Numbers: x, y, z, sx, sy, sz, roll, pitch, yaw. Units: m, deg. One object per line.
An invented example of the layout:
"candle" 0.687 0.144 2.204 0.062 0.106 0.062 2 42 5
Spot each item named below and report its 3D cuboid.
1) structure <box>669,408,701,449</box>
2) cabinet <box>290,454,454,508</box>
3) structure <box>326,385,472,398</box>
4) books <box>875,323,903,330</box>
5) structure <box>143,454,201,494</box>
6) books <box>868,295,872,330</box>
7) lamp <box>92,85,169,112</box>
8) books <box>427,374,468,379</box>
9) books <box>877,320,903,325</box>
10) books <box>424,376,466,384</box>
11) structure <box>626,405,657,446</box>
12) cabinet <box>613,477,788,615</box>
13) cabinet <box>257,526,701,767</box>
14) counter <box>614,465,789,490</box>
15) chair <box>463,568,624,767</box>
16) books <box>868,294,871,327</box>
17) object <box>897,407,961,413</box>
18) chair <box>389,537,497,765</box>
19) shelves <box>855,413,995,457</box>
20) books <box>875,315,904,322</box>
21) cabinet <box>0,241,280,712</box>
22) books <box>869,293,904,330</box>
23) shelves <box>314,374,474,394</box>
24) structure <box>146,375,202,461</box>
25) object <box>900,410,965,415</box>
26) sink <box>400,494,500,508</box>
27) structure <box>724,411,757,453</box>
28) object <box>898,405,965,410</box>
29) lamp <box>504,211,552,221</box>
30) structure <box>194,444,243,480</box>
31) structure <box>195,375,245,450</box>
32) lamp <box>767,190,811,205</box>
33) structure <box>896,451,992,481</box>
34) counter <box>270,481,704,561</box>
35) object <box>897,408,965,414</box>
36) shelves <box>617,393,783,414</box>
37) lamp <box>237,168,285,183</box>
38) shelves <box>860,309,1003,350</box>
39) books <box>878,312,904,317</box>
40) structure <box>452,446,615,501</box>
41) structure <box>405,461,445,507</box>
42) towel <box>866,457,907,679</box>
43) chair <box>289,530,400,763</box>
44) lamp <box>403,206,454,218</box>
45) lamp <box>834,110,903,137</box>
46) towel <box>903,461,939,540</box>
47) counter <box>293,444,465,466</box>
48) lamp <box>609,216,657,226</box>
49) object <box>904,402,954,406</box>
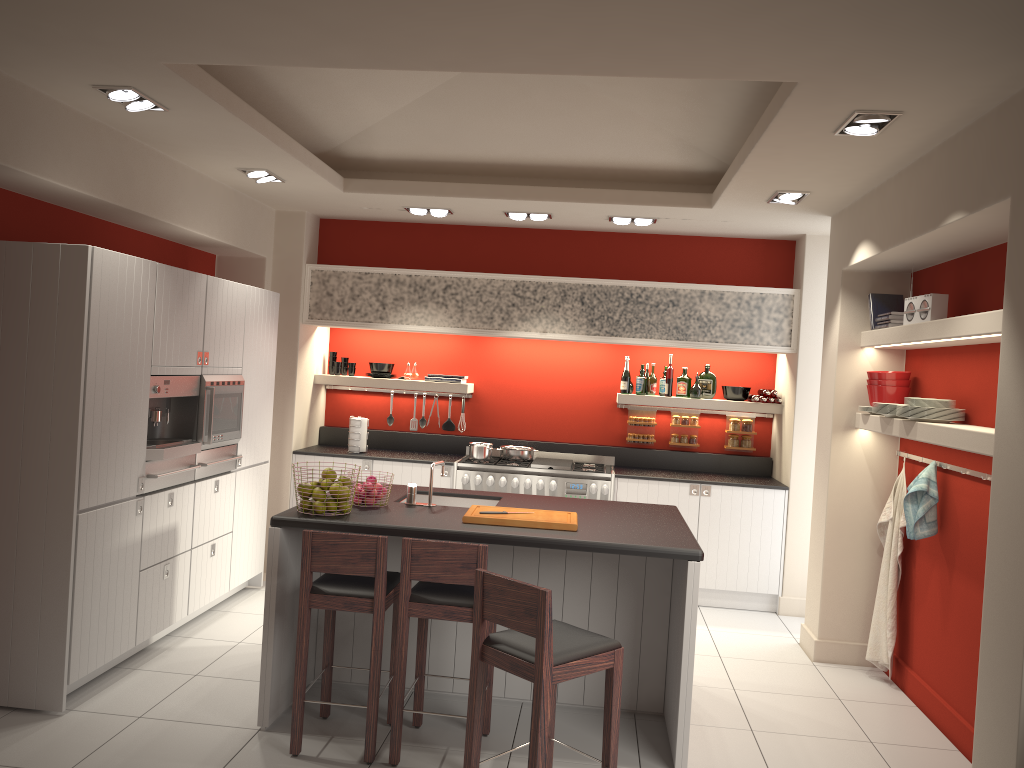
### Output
"structure" 1.518 0.391 7.777 0.256 0.347 0.130 4 1 6
"cabinet" -1.145 1.115 7.652 1.361 0.993 0.687 4 1 6
"structure" -1.031 0.069 8.095 1.355 0.034 0.054 4 1 6
"books" 2.365 -0.345 5.423 0.207 0.030 0.258 4 1 6
"structure" -2.006 0.515 5.213 0.129 0.177 0.617 4 1 6
"books" 2.407 -0.454 5.705 0.208 0.242 0.126 4 1 6
"lamp" -1.845 -1.399 4.308 0.199 0.103 0.361 4 1 6
"books" -0.568 -0.069 7.878 0.332 0.026 0.207 4 1 6
"books" 2.373 -0.369 5.410 0.207 0.019 0.258 4 1 6
"books" -0.588 -0.036 7.859 0.331 0.042 0.207 4 1 11
"structure" 1.143 0.367 7.813 0.256 0.347 0.130 4 1 6
"cabinet" 1.504 1.284 7.394 1.361 0.993 0.687 4 1 6
"cabinet" -0.113 1.243 4.849 2.034 1.011 1.423 4 1 6
"counter" 1.534 0.775 7.386 1.360 0.026 0.699 4 1 6
"chair" 0.129 1.237 3.464 0.474 1.008 0.383 3 1 -44
"books" 2.418 -0.458 5.735 0.210 0.248 0.136 4 1 5
"object" 2.273 0.149 4.819 0.339 0.020 0.339 4 1 8
"chair" -0.297 1.199 4.151 0.383 1.008 0.474 4 1 8
"shelves" 2.357 0.265 4.611 0.437 0.100 2.394 4 1 6
"books" 2.368 -0.395 5.422 0.207 0.030 0.258 4 1 6
"cabinet" -2.313 0.422 5.560 0.717 2.250 2.557 4 1 6
"books" 2.395 -0.455 5.659 0.207 0.246 0.136 4 1 6
"shelves" -1.050 -0.003 7.935 1.379 0.083 0.376 4 1 6
"structure" -2.141 0.177 5.224 0.453 0.470 0.623 4 1 6
"object" 2.272 0.162 4.819 0.339 0.020 0.339 4 1 8
"sink" -0.366 0.814 5.117 0.567 0.258 0.516 4 1 6
"structure" 1.995 0.421 7.730 0.256 0.347 0.130 4 1 6
"object" 2.274 0.136 4.818 0.339 0.020 0.339 4 1 8
"lamp" 0.127 -1.321 6.847 0.361 0.104 0.199 4 1 6
"structure" -1.945 0.508 5.840 0.129 0.177 0.617 4 1 6
"structure" -2.005 0.171 5.840 0.332 0.473 0.610 4 1 6
"lamp" 1.753 -1.199 5.632 0.199 0.090 0.361 4 1 6
"structure" 2.384 0.458 4.620 0.063 0.034 2.223 4 1 6
"counter" -0.073 0.712 4.843 2.054 0.050 1.415 4 1 6
"object" 2.273 0.156 4.819 0.339 0.020 0.339 4 1 8
"shelves" 1.604 0.167 7.676 1.379 0.083 0.376 4 1 6
"lamp" -1.684 -1.408 5.967 0.199 0.084 0.361 4 1 6
"shelves" 2.390 -0.264 4.605 0.437 0.100 2.394 4 1 6
"books" 2.376 -0.418 5.409 0.207 0.019 0.258 4 1 6
"structure" 0.177 1.143 7.476 1.322 1.085 0.778 4 1 6
"structure" -0.482 0.551 4.917 0.183 0.249 0.224 4 1 6
"towel" 2.340 1.130 5.552 0.141 1.362 0.341 4 1 6
"chair" -0.755 1.170 4.196 0.383 1.008 0.474 4 1 6
"lamp" -0.649 -1.369 6.923 0.361 0.109 0.199 4 1 6
"lamp" 1.591 -1.183 3.973 0.199 0.085 0.361 4 1 6
"towel" 2.338 0.660 5.041 0.209 0.452 0.179 3 1 -45
"counter" -1.110 0.607 7.644 1.360 0.026 0.699 4 1 6
"lamp" 0.922 -1.270 6.770 0.361 0.103 0.199 4 1 6
"object" 2.277 0.116 4.836 0.255 0.015 0.255 3 1 -13
